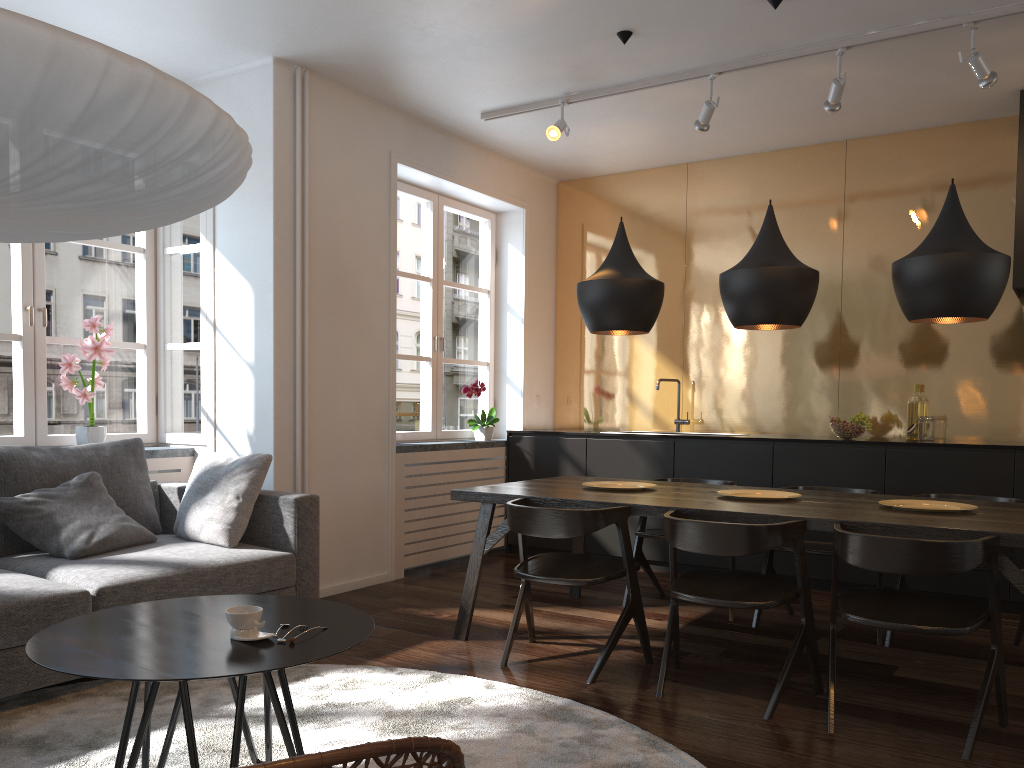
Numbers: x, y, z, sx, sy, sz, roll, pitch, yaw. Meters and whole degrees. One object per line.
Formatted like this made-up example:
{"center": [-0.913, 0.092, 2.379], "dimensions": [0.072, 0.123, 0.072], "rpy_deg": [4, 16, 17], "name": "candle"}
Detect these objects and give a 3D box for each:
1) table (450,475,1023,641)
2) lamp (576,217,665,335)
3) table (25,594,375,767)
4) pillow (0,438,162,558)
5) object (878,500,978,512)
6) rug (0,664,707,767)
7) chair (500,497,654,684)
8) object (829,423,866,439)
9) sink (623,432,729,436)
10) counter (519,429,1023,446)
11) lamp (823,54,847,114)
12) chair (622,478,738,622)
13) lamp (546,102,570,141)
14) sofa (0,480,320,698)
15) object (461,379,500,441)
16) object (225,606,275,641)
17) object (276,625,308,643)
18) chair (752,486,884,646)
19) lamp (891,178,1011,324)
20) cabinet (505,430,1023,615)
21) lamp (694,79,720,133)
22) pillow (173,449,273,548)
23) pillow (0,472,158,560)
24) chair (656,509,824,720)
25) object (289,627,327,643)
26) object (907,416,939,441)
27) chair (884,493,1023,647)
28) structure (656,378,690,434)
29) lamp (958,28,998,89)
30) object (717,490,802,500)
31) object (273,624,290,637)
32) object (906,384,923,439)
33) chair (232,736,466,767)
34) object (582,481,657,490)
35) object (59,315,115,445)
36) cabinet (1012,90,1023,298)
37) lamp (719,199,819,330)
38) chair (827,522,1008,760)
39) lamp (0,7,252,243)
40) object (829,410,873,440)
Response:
{"center": [1.061, 0.832, 3.816], "dimensions": [2.498, 0.681, 1.106], "rpy_deg": [0, -1, 33], "name": "table"}
{"center": [0.509, -0.511, 4.150], "dimensions": [0.411, 0.542, 0.410], "rpy_deg": [0, 1, -24], "name": "lamp"}
{"center": [-0.788, 0.875, 2.316], "dimensions": [0.846, 0.474, 0.846], "rpy_deg": [0, 0, 35], "name": "table"}
{"center": [-1.969, 0.490, 3.953], "dimensions": [0.275, 0.478, 0.836], "rpy_deg": [2, 0, 33], "name": "pillow"}
{"center": [1.633, 0.482, 3.478], "dimensions": [0.355, 0.017, 0.355], "rpy_deg": [0, -2, 36], "name": "object"}
{"center": [-0.780, 1.104, 2.166], "dimensions": [2.836, 0.012, 2.835], "rpy_deg": [0, -1, 13], "name": "rug"}
{"center": [0.239, 0.823, 3.659], "dimensions": [0.592, 0.673, 0.519], "rpy_deg": [1, 1, 31], "name": "chair"}
{"center": [2.007, 0.281, 5.278], "dimensions": [0.219, 0.097, 0.218], "rpy_deg": [1, -1, -10], "name": "object"}
{"center": [2.151, 0.309, 5.276], "dimensions": [3.412, 0.244, 0.481], "rpy_deg": [0, -1, 31], "name": "sink"}
{"center": [2.284, 0.332, 5.241], "dimensions": [5.056, 0.002, 0.731], "rpy_deg": [0, -2, 33], "name": "counter"}
{"center": [1.569, -1.443, 4.230], "dimensions": [0.085, 0.240, 0.250], "rpy_deg": [1, 1, -1], "name": "lamp"}
{"center": [0.945, 0.857, 4.715], "dimensions": [0.592, 0.673, 0.519], "rpy_deg": [1, 1, 29], "name": "chair"}
{"center": [0.257, -1.443, 4.895], "dimensions": [0.085, 0.240, 0.250], "rpy_deg": [2, 1, 20], "name": "lamp"}
{"center": [-1.713, 0.778, 2.778], "dimensions": [2.038, 0.673, 3.066], "rpy_deg": [0, -1, 33], "name": "sofa"}
{"center": [-0.209, 0.181, 6.181], "dimensions": [0.229, 0.438, 0.405], "rpy_deg": [1, 1, 9], "name": "object"}
{"center": [-0.660, 0.604, 2.216], "dimensions": [0.139, 0.069, 0.091], "rpy_deg": [0, 0, 45], "name": "object"}
{"center": [-0.559, 0.633, 2.259], "dimensions": [0.025, 0.016, 0.163], "rpy_deg": [1, -1, 8], "name": "object"}
{"center": [1.527, 0.854, 4.306], "dimensions": [0.592, 0.673, 0.519], "rpy_deg": [1, 1, 31], "name": "chair"}
{"center": [1.683, -0.515, 3.395], "dimensions": [0.411, 0.542, 0.410], "rpy_deg": [0, 1, -10], "name": "lamp"}
{"center": [2.278, 0.782, 5.263], "dimensions": [5.059, 0.902, 0.732], "rpy_deg": [0, 1, 33], "name": "cabinet"}
{"center": [1.027, -1.442, 4.569], "dimensions": [0.085, 0.239, 0.251], "rpy_deg": [0, 1, -17], "name": "lamp"}
{"center": [-1.362, 0.518, 4.047], "dimensions": [0.493, 0.415, 0.286], "rpy_deg": [1, 1, 32], "name": "pillow"}
{"center": [-1.833, 0.545, 3.724], "dimensions": [0.444, 0.322, 0.491], "rpy_deg": [1, 0, 14], "name": "pillow"}
{"center": [0.816, 0.821, 3.295], "dimensions": [0.592, 0.673, 0.519], "rpy_deg": [1, 1, 33], "name": "chair"}
{"center": [-0.517, 0.634, 2.254], "dimensions": [0.015, 0.015, 0.168], "rpy_deg": [1, -1, 20], "name": "object"}
{"center": [2.429, 0.257, 5.227], "dimensions": [0.176, 0.152, 0.088], "rpy_deg": [1, 2, 10], "name": "object"}
{"center": [2.038, 0.853, 3.977], "dimensions": [0.592, 0.673, 0.519], "rpy_deg": [1, 1, 32], "name": "chair"}
{"center": [1.116, 0.157, 6.118], "dimensions": [0.265, 0.386, 0.109], "rpy_deg": [-1, 3, -41], "name": "structure"}
{"center": [2.769, -0.623, 4.273], "dimensions": [1.834, 1.853, 0.089], "rpy_deg": [0, 3, -23], "name": "lamp"}
{"center": [1.072, 0.484, 3.840], "dimensions": [0.355, 0.017, 0.355], "rpy_deg": [0, -1, 14], "name": "object"}
{"center": [-0.602, 0.636, 2.297], "dimensions": [0.026, 0.010, 0.124], "rpy_deg": [1, -1, -1], "name": "object"}
{"center": [2.459, 0.168, 5.394], "dimensions": [0.092, 0.340, 0.091], "rpy_deg": [1, 3, 0], "name": "object"}
{"center": [-0.459, 0.722, 1.132], "dimensions": [0.718, 0.711, 0.684], "rpy_deg": [0, 1, -25], "name": "chair"}
{"center": [0.510, 0.486, 4.201], "dimensions": [0.355, 0.017, 0.355], "rpy_deg": [0, -2, 36], "name": "object"}
{"center": [-2.155, -0.006, 4.499], "dimensions": [0.297, 0.693, 0.200], "rpy_deg": [1, 3, 12], "name": "object"}
{"center": [3.653, -1.041, 4.413], "dimensions": [1.954, 1.053, 0.531], "rpy_deg": [0, 2, 33], "name": "cabinet"}
{"center": [1.096, -0.513, 3.772], "dimensions": [0.411, 0.542, 0.410], "rpy_deg": [1, 1, 9], "name": "lamp"}
{"center": [1.331, 0.819, 2.964], "dimensions": [0.592, 0.673, 0.519], "rpy_deg": [1, 1, 31], "name": "chair"}
{"center": [-1.294, -0.456, 1.805], "dimensions": [1.470, 0.210, 1.467], "rpy_deg": [1, -1, -21], "name": "lamp"}
{"center": [2.010, 0.242, 5.258], "dimensions": [0.239, 0.173, 0.177], "rpy_deg": [1, 1, 18], "name": "object"}
